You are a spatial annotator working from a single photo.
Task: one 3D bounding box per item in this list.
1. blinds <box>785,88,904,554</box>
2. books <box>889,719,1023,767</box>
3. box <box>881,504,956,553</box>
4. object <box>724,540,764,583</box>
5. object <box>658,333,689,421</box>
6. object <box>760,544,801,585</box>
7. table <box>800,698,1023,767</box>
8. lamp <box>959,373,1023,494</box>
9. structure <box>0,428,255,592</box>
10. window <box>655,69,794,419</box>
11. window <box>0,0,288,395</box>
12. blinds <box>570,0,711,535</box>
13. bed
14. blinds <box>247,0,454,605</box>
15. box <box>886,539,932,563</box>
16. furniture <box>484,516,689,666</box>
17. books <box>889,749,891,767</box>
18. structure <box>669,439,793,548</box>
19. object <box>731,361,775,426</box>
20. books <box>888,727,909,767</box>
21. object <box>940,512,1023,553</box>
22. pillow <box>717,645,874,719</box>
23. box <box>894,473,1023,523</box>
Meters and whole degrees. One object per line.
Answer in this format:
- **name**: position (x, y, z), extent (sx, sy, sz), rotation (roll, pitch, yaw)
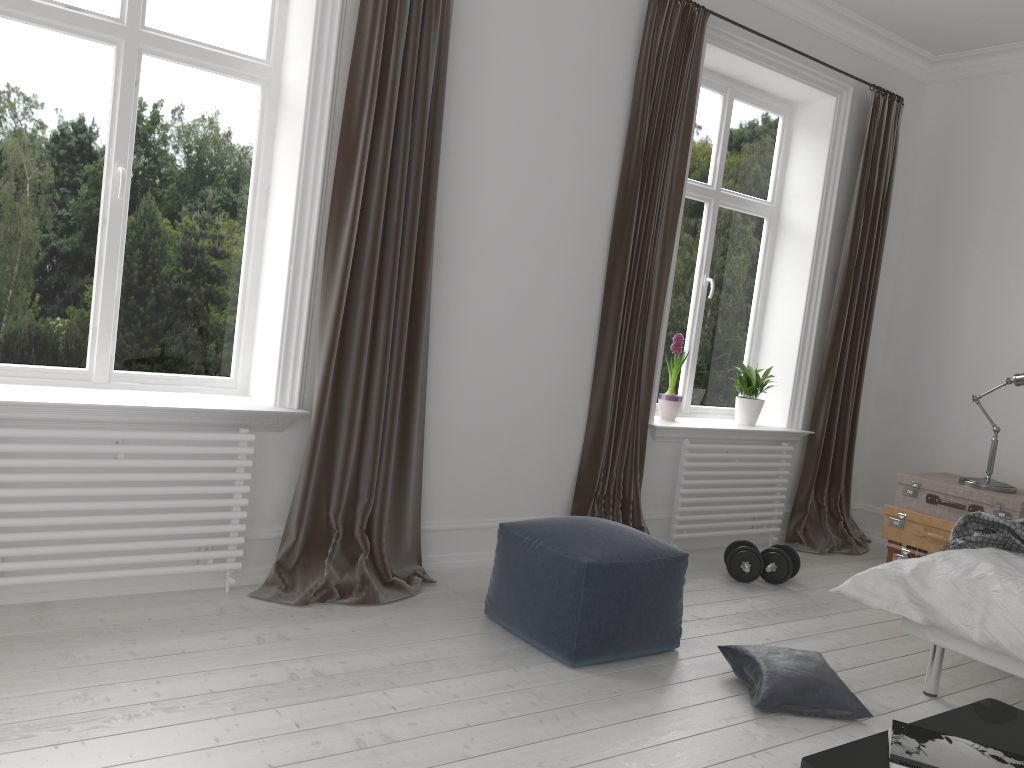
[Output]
- **blinds**: position (2.080, -0.355, 5.195), extent (0.779, 2.680, 0.327), rotation (3, 6, -42)
- **books**: position (0.916, 0.770, 1.821), extent (0.257, 0.012, 0.207), rotation (9, 5, 24)
- **box**: position (2.410, 0.805, 4.744), extent (0.537, 0.185, 0.647), rotation (4, 5, -36)
- **object**: position (1.134, 0.866, 4.341), extent (0.179, 0.179, 0.326), rotation (8, 4, 8)
- **object**: position (0.879, -0.040, 4.820), extent (0.129, 0.476, 0.129), rotation (8, 5, 14)
- **object**: position (1.313, 0.887, 4.372), extent (0.179, 0.179, 0.326), rotation (10, 5, 33)
- **table**: position (1.127, 0.996, 1.735), extent (0.824, 0.313, 0.833), rotation (4, 5, -36)
- **lamp**: position (2.587, 0.210, 4.558), extent (0.269, 0.699, 0.488), rotation (4, 5, -36)
- **structure**: position (-1.353, 0.461, 3.007), extent (0.887, 0.670, 0.120), rotation (4, 5, -36)
- **window**: position (1.136, -0.750, 5.075), extent (1.112, 1.956, 0.120), rotation (4, 5, -36)
- **window**: position (-1.399, -0.926, 3.199), extent (1.112, 1.956, 0.120), rotation (4, 5, -36)
- **blinds**: position (0.665, -0.455, 4.189), extent (0.582, 2.681, 0.294), rotation (5, 5, -29)
- **bed**: position (2.761, 0.798, 2.985), extent (2.473, 0.926, 2.217), rotation (4, 5, -36)
- **blinds**: position (-0.448, -0.529, 3.308), extent (0.769, 2.680, 0.318), rotation (3, 6, -41)
- **box**: position (2.420, 0.994, 4.720), extent (0.537, 0.185, 0.647), rotation (4, 5, -36)
- **furniture**: position (0.278, 0.715, 3.273), extent (0.646, 0.423, 0.646), rotation (4, 5, -35)
- **books**: position (0.912, 0.797, 1.815), extent (0.259, 0.014, 0.191), rotation (9, 5, 23)
- **structure**: position (1.185, 0.637, 4.882), extent (0.887, 0.670, 0.114), rotation (4, 5, -36)
- **object**: position (1.387, 0.051, 5.157), extent (0.284, 0.369, 0.215), rotation (10, 5, 32)
- **books**: position (0.910, 0.782, 1.816), extent (0.254, 0.014, 0.191), rotation (9, 5, 21)
- **object**: position (2.248, 0.774, 2.596), extent (0.536, 0.377, 2.154), rotation (4, 5, -34)
- **pillow**: position (0.925, 0.967, 2.940), extent (0.391, 0.121, 0.381), rotation (7, 4, -6)
- **box**: position (2.460, 0.630, 4.693), extent (0.537, 0.185, 0.647), rotation (4, 5, -36)
